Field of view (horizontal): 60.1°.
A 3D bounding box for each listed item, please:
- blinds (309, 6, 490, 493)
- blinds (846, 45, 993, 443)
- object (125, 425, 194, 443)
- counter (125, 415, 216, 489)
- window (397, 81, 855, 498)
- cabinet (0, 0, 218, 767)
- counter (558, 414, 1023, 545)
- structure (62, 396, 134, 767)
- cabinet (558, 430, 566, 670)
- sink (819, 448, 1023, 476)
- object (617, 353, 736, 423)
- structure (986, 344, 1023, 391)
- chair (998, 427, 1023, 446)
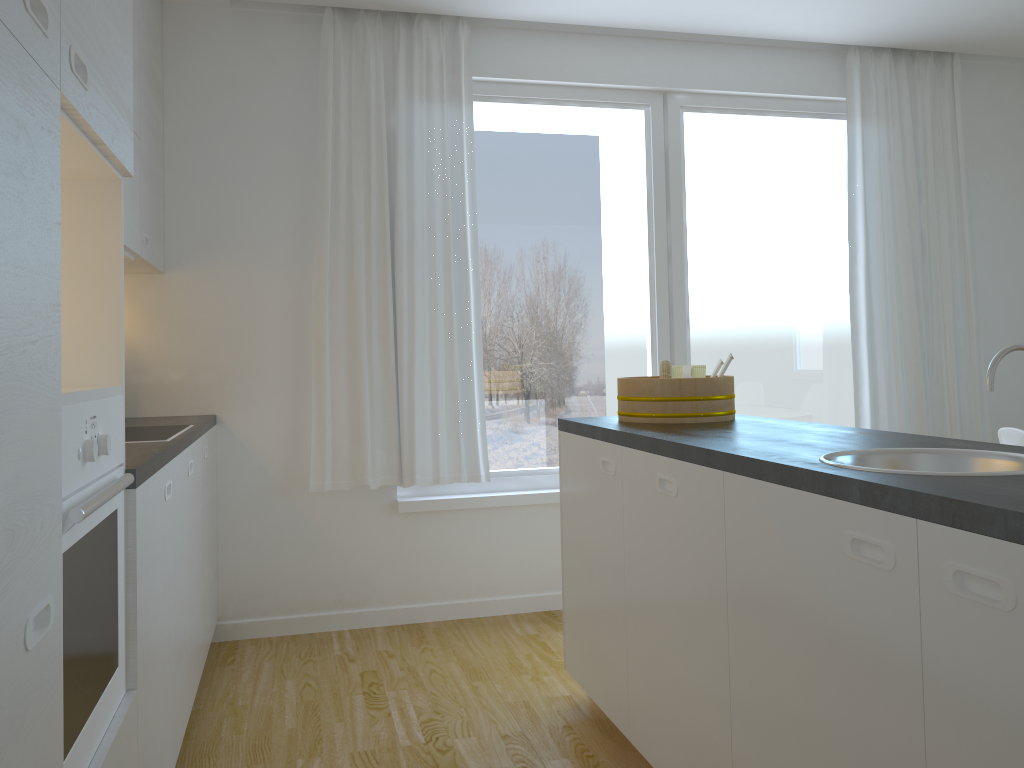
[{"bbox_3d":[-0.498,-0.628,3.877,0.795,2.164,0.149,-1,-2,-14],"label":"blinds"},{"bbox_3d":[2.087,-0.703,4.524,0.795,2.164,0.149,-1,-2,-14],"label":"blinds"},{"bbox_3d":[-1.307,0.163,2.711,0.562,0.013,0.653,-2,2,-14],"label":"object"},{"bbox_3d":[-1.302,0.180,2.707,0.600,0.040,1.999,-2,2,-14],"label":"counter"},{"bbox_3d":[0.767,-0.487,4.387,2.727,1.922,0.088,-1,-2,-14],"label":"window"},{"bbox_3d":[-1.105,-0.129,2.152,0.481,2.304,3.198,-1,0,-14],"label":"cabinet"},{"bbox_3d":[0.740,0.156,1.956,0.601,0.040,2.399,-2,2,-14],"label":"counter"},{"bbox_3d":[-0.708,0.327,1.512,0.049,0.597,0.560,-1,0,-14],"label":"structure"},{"bbox_3d":[0.751,0.631,1.939,0.601,0.911,2.399,-1,1,-14],"label":"cabinet"},{"bbox_3d":[0.784,0.217,1.640,0.403,0.157,0.404,-1,1,28],"label":"sink"},{"bbox_3d":[0.539,0.008,2.916,0.378,0.214,0.429,-1,1,14],"label":"object"},{"bbox_3d":[0.989,0.031,1.671,0.162,0.215,0.096,-1,-1,-14],"label":"structure"},{"bbox_3d":[1.875,0.587,2.798,0.523,0.903,0.429,-1,-1,6],"label":"chair"}]
